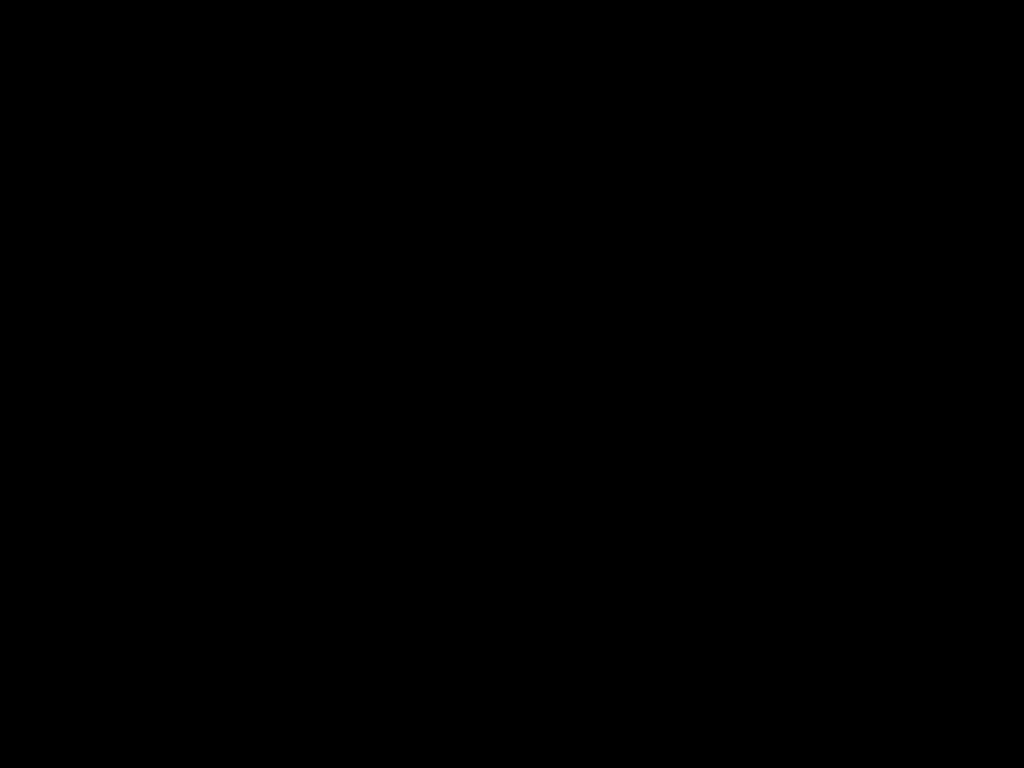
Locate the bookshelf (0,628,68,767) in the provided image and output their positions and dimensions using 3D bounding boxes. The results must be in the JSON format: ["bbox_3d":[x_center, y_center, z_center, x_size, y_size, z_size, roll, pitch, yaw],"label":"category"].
[{"bbox_3d":[-1.483,0.385,1.131,0.643,0.303,1.495,-13,-28,33],"label":"bookshelf"}]

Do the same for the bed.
[{"bbox_3d":[0.028,-0.269,0.272,3.009,0.994,2.087,-13,-28,33],"label":"bed"}]

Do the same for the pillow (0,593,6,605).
[{"bbox_3d":[-1.083,0.209,1.335,0.470,0.241,0.498,3,-23,1],"label":"pillow"}]
